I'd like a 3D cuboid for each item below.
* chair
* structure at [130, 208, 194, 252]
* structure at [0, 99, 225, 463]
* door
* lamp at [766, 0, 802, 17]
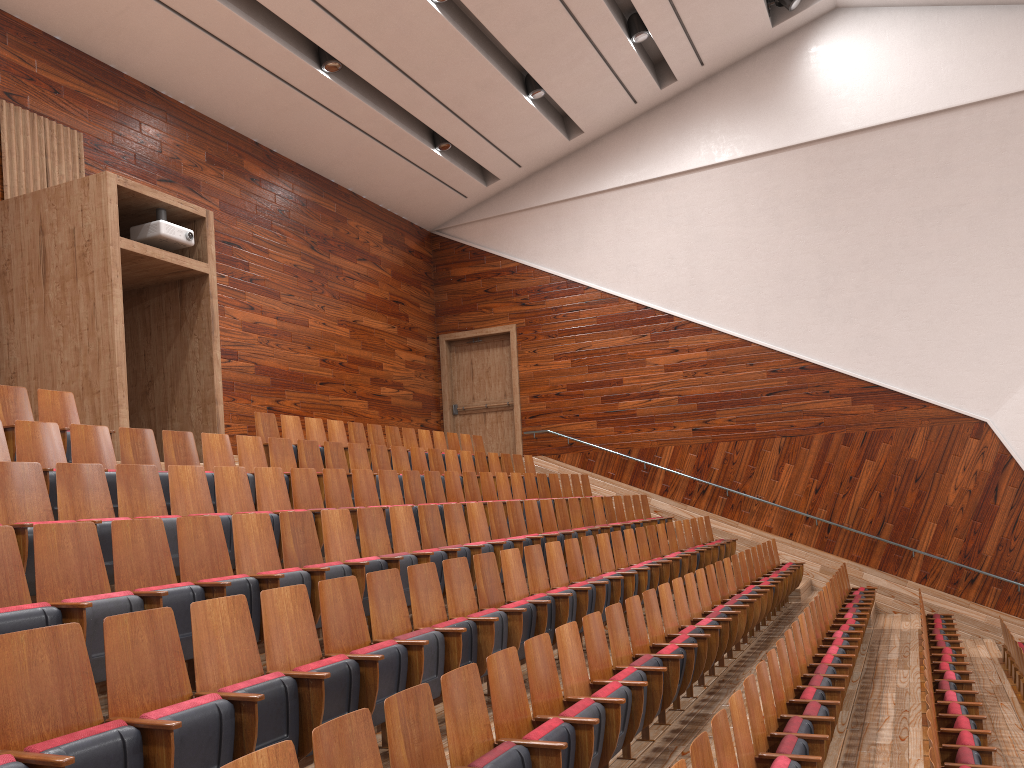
[{"bbox_3d":[0.070,0.163,0.587,0.773,0.370,1.188,-6,-8,24],"label":"chair"},{"bbox_3d":[-0.303,-0.137,0.764,0.041,0.031,0.038,-5,-5,24],"label":"structure"},{"bbox_3d":[-0.357,-0.088,0.776,0.144,0.328,0.117,-4,-1,24],"label":"structure"},{"bbox_3d":[-0.047,0.032,1.447,0.140,0.239,0.024,-4,-1,24],"label":"door"},{"bbox_3d":[0.350,-0.494,1.129,0.045,0.031,0.031,-5,-4,24],"label":"lamp"}]
